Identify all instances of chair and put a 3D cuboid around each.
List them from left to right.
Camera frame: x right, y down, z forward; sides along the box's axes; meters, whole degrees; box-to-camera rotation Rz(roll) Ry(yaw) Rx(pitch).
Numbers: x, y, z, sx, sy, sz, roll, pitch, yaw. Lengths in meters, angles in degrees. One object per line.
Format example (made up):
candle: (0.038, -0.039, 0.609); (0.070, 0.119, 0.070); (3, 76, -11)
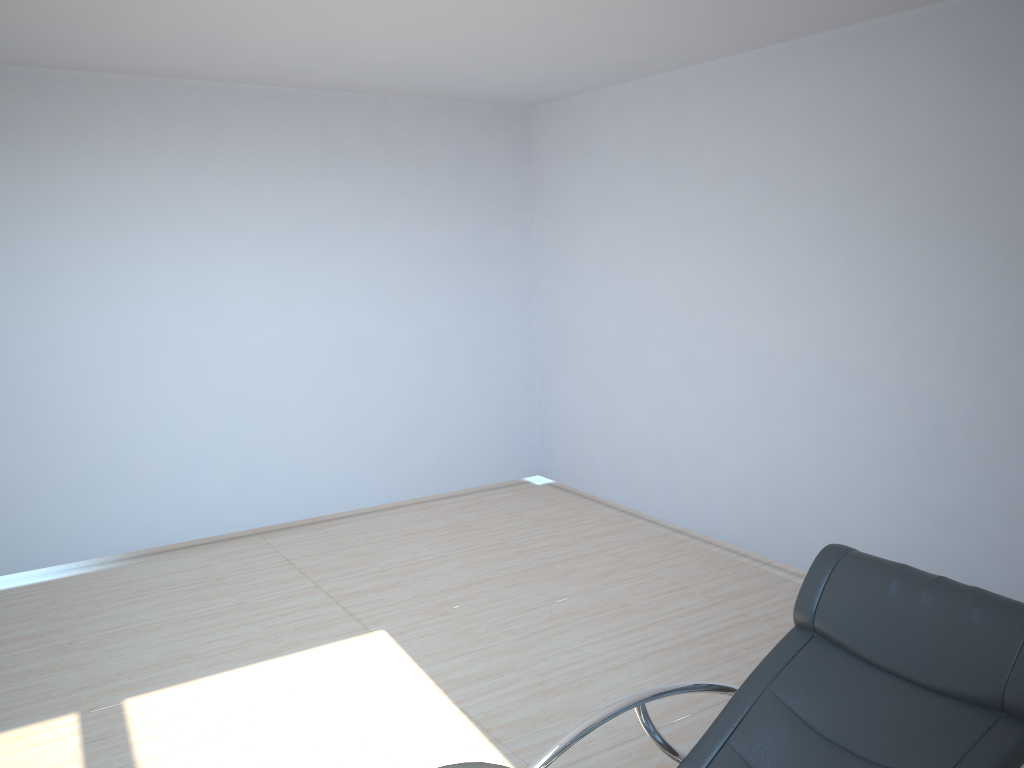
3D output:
chair: (0.470, 1.091, 2.078); (2.114, 0.953, 0.836); (-7, 10, -32)
